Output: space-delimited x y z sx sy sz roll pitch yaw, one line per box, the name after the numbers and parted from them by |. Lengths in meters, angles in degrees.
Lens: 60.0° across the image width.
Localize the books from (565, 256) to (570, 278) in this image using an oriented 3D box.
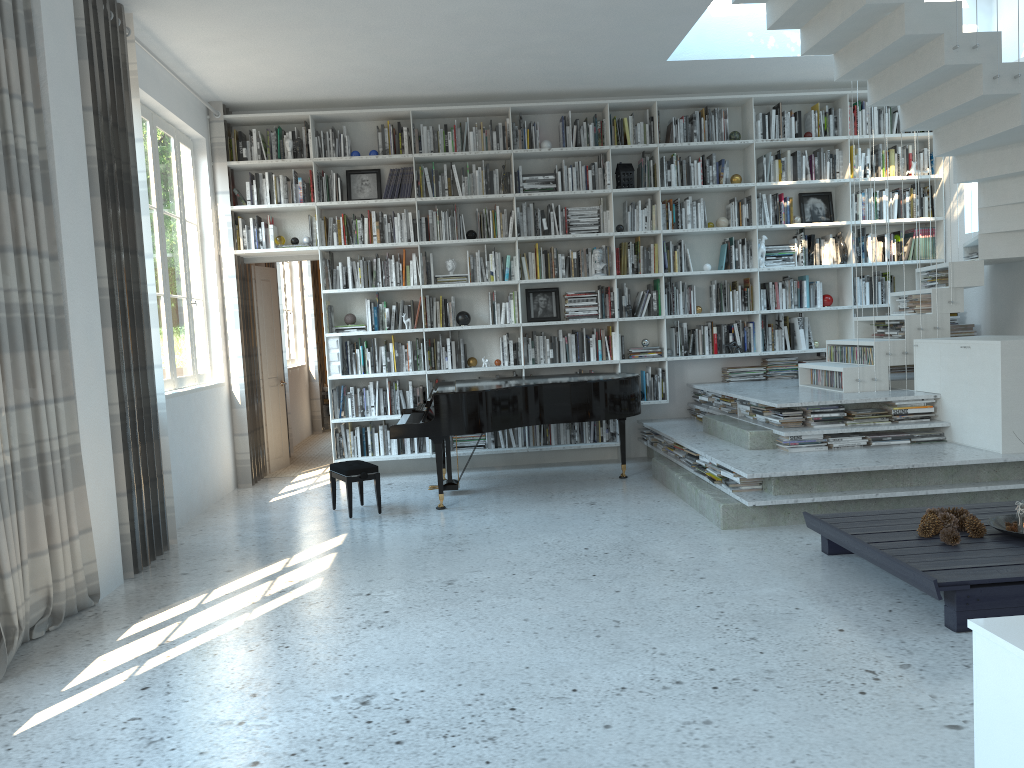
0.482 -1.027 7.848 0.050 0.199 0.145 -3 4 -3 | books

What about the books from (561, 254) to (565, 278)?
0.442 -1.032 7.833 0.030 0.215 0.168 -3 4 -3 | books

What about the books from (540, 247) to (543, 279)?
0.256 -1.054 7.810 0.010 0.281 0.170 -3 4 -3 | books

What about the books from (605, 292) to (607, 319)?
0.822 -0.696 7.895 0.013 0.233 0.134 -3 4 -3 | books

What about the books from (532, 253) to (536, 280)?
0.188 -1.030 7.824 0.029 0.240 0.155 -3 4 -3 | books

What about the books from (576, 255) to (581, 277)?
0.575 -1.032 7.830 0.029 0.200 0.178 -3 4 -3 | books

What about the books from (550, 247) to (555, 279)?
0.356 -1.061 7.824 0.013 0.284 0.176 -3 4 -3 | books

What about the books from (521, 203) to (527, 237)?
0.105 -1.422 7.781 0.026 0.297 0.179 -3 4 -3 | books

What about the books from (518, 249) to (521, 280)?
0.063 -1.045 7.827 0.010 0.282 0.140 -3 4 -3 | books

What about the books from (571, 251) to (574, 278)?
0.525 -1.046 7.835 0.010 0.234 0.174 -3 4 -3 | books

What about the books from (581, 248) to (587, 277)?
0.636 -1.065 7.839 0.025 0.259 0.150 -3 4 -3 | books

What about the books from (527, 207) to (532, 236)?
0.146 -1.408 7.777 0.025 0.266 0.185 -3 4 -3 | books

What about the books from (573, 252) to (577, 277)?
0.546 -1.042 7.826 0.029 0.224 0.185 -3 4 -3 | books

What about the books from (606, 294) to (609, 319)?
0.840 -0.689 7.894 0.021 0.217 0.132 -3 4 -3 | books

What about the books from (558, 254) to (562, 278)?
0.415 -1.031 7.830 0.024 0.216 0.175 -3 4 -3 | books

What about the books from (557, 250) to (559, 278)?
0.396 -1.048 7.841 0.011 0.252 0.130 -3 4 -3 | books

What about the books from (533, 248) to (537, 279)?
0.206 -1.054 7.836 0.010 0.284 0.136 -3 4 -3 | books

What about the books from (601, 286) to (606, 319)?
0.810 -0.723 7.885 0.011 0.288 0.152 -3 4 -3 | books

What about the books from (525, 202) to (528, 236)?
0.123 -1.432 7.800 0.014 0.313 0.133 -3 4 -3 | books

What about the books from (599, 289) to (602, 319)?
0.777 -0.706 7.874 0.011 0.261 0.184 -3 4 -3 | books

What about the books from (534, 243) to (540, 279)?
0.219 -1.069 7.792 0.014 0.318 0.187 -3 4 -3 | books

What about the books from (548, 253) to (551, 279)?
0.320 -1.031 7.824 0.012 0.228 0.169 -3 4 -3 | books

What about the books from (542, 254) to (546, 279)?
0.273 -1.030 7.836 0.024 0.228 0.147 -3 4 -3 | books

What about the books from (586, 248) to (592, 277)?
0.682 -1.068 7.852 0.024 0.259 0.126 -3 4 -3 | books

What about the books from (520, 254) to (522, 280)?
0.075 -1.022 7.828 0.011 0.235 0.141 -3 4 -3 | books

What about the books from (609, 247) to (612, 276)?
0.862 -1.082 7.872 0.023 0.265 0.107 -3 4 -3 | books

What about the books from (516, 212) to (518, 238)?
0.034 -1.397 7.790 0.012 0.254 0.160 -3 4 -3 | books

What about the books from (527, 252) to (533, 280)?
0.159 -1.033 7.828 0.026 0.248 0.139 -3 4 -3 | books

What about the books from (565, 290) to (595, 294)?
0.603 -0.814 7.859 0.254 0.012 0.160 -3 4 1 | books

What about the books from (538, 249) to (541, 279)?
0.235 -1.044 7.794 0.015 0.267 0.189 -3 4 -3 | books

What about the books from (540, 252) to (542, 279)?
0.246 -1.036 7.828 0.010 0.245 0.149 -3 4 -3 | books

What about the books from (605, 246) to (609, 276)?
0.831 -1.080 7.851 0.014 0.266 0.153 -3 4 -3 | books

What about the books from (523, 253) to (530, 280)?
0.126 -1.028 7.817 0.042 0.242 0.162 -3 4 -3 | books

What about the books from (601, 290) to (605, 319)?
0.799 -0.706 7.886 0.013 0.256 0.162 -3 4 -3 | books

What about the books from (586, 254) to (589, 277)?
0.660 -1.041 7.859 0.022 0.207 0.114 -3 4 -3 | books

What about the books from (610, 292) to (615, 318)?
0.879 -0.696 7.869 0.034 0.229 0.199 -3 4 -3 | books

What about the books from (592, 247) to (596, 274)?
0.734 -1.074 7.861 0.014 0.263 0.135 -3 4 -3 | books

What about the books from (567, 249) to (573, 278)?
0.513 -1.058 7.838 0.014 0.259 0.161 -3 4 -3 | books

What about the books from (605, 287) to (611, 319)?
0.855 -0.720 7.876 0.011 0.280 0.186 -3 4 -3 | books

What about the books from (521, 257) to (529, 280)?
0.109 -1.009 7.806 0.053 0.209 0.156 -3 4 -3 | books

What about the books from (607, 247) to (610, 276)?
0.845 -1.078 7.864 0.014 0.261 0.137 -3 4 -3 | books

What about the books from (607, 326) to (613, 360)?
0.874 -0.367 7.917 0.011 0.301 0.149 -3 4 -3 | books

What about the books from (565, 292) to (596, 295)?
0.603 -0.802 7.862 0.254 0.012 0.160 -3 4 -6 | books

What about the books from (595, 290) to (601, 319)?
0.765 -0.702 7.876 0.012 0.254 0.160 -3 4 -3 | books

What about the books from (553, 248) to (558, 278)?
0.378 -1.054 7.812 0.028 0.268 0.189 -3 4 -3 | books

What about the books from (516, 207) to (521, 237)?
0.053 -1.404 7.781 0.026 0.267 0.170 -3 4 -3 | books

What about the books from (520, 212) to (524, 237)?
0.079 -1.387 7.799 0.027 0.228 0.147 -3 4 -3 | books

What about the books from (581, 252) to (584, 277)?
0.611 -1.050 7.858 0.025 0.230 0.142 -3 4 -3 | books

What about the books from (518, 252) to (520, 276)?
0.053 -1.030 7.818 0.012 0.254 0.160 -3 4 -3 | books

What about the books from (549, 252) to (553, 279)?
0.338 -1.037 7.832 0.025 0.236 0.137 -3 4 -3 | books

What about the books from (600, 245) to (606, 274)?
0.811 -1.086 7.866 0.025 0.279 0.108 -3 4 -3 | books

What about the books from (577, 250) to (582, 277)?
0.595 -1.054 7.820 0.012 0.245 0.185 -3 4 -3 | books

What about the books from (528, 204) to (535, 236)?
0.171 -1.425 7.795 0.029 0.295 0.151 -3 4 -3 | books

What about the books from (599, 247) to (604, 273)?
0.787 -1.074 7.854 0.025 0.260 0.130 -3 4 -3 | books

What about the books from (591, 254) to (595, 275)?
0.712 -1.041 7.853 0.035 0.201 0.149 -3 4 -3 | books

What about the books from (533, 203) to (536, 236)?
0.191 -1.428 7.788 0.011 0.300 0.179 -3 4 -3 | books

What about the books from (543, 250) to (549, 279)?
0.298 -1.047 7.842 0.028 0.259 0.134 -3 4 -3 | books

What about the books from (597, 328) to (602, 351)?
0.784 -0.354 7.921 0.010 0.284 0.131 -3 4 -3 | books
